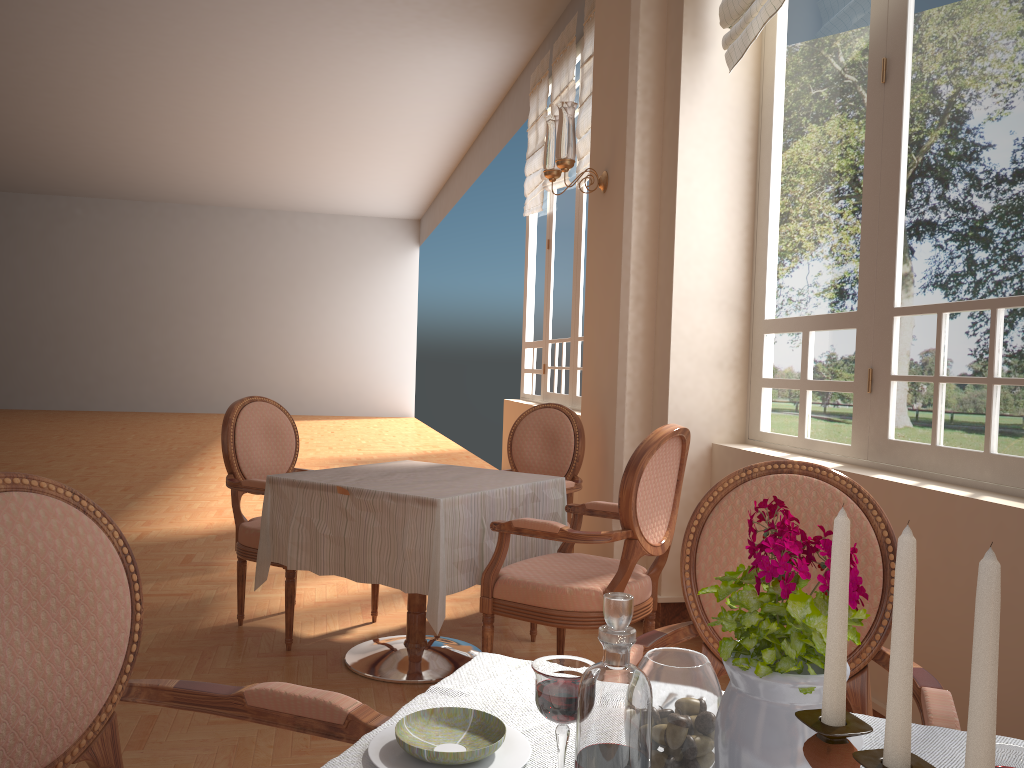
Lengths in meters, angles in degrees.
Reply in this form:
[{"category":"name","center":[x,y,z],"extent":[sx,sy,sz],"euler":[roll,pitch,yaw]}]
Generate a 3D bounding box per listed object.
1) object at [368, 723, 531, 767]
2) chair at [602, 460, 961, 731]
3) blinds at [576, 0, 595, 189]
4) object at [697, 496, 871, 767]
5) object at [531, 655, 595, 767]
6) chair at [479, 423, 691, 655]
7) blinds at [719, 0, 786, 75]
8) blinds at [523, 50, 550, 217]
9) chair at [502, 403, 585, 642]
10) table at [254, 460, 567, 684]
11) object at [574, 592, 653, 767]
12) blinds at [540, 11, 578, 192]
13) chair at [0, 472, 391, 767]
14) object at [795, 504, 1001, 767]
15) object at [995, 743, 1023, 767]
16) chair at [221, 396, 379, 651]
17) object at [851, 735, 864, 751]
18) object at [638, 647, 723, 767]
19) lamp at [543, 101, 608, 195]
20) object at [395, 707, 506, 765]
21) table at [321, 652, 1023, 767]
[{"category":"object","center":[-0.065,0.385,0.933],"extent":[0.171,0.005,0.171],"euler":[2,1,25]},{"category":"chair","center":[0.416,0.610,1.438],"extent":[0.521,0.931,0.593],"euler":[3,2,21]},{"category":"blinds","center":[0.536,-2.002,5.832],"extent":[0.054,1.302,0.689],"euler":[2,2,-12]},{"category":"object","center":[0.224,0.249,0.733],"extent":[0.124,0.302,0.143],"euler":[1,2,-14]},{"category":"object","center":[0.046,0.326,0.816],"extent":[0.062,0.135,0.062],"euler":[2,2,19]},{"category":"chair","center":[0.261,0.577,2.885],"extent":[0.593,0.931,0.521],"euler":[3,2,33]},{"category":"blinds","center":[0.960,-1.899,3.152],"extent":[0.072,1.377,0.843],"euler":[2,2,-12]},{"category":"blinds","center":[0.200,-2.047,7.440],"extent":[0.038,1.293,0.689],"euler":[2,2,-12]},{"category":"chair","center":[0.029,0.551,3.846],"extent":[0.521,0.931,0.593],"euler":[3,2,33]},{"category":"table","center":[-0.345,0.676,3.258],"extent":[0.829,0.677,0.831],"euler":[3,2,33]},{"category":"object","center":[0.084,0.285,0.732],"extent":[0.074,0.222,0.074],"euler":[1,2,-33]},{"category":"blinds","center":[0.351,-2.056,6.665],"extent":[0.085,1.236,0.699],"euler":[2,2,-12]},{"category":"chair","center":[-0.448,0.588,1.054],"extent":[0.593,0.931,0.521],"euler":[2,2,21]},{"category":"object","center":[0.236,0.245,0.546],"extent":[0.059,0.326,0.177],"euler":[1,2,-13]},{"category":"object","center":[0.365,0.340,0.643],"extent":[0.062,0.135,0.062],"euler":[2,2,19]},{"category":"chair","center":[-0.894,0.525,3.639],"extent":[0.593,0.931,0.521],"euler":[3,2,33]},{"category":"object","center":[0.310,0.395,1.013],"extent":[0.171,0.005,0.171],"euler":[2,1,18]},{"category":"object","center":[0.154,0.327,0.841],"extent":[0.093,0.138,0.093],"euler":[2,2,16]},{"category":"lamp","center":[0.296,-1.054,4.036],"extent":[0.274,0.362,0.320],"euler":[2,2,-12]},{"category":"object","center":[-0.065,0.374,0.933],"extent":[0.117,0.024,0.117],"euler":[2,1,-2]},{"category":"table","center":[0.160,0.738,0.789],"extent":[0.829,0.681,0.836],"euler":[2,1,22]}]
